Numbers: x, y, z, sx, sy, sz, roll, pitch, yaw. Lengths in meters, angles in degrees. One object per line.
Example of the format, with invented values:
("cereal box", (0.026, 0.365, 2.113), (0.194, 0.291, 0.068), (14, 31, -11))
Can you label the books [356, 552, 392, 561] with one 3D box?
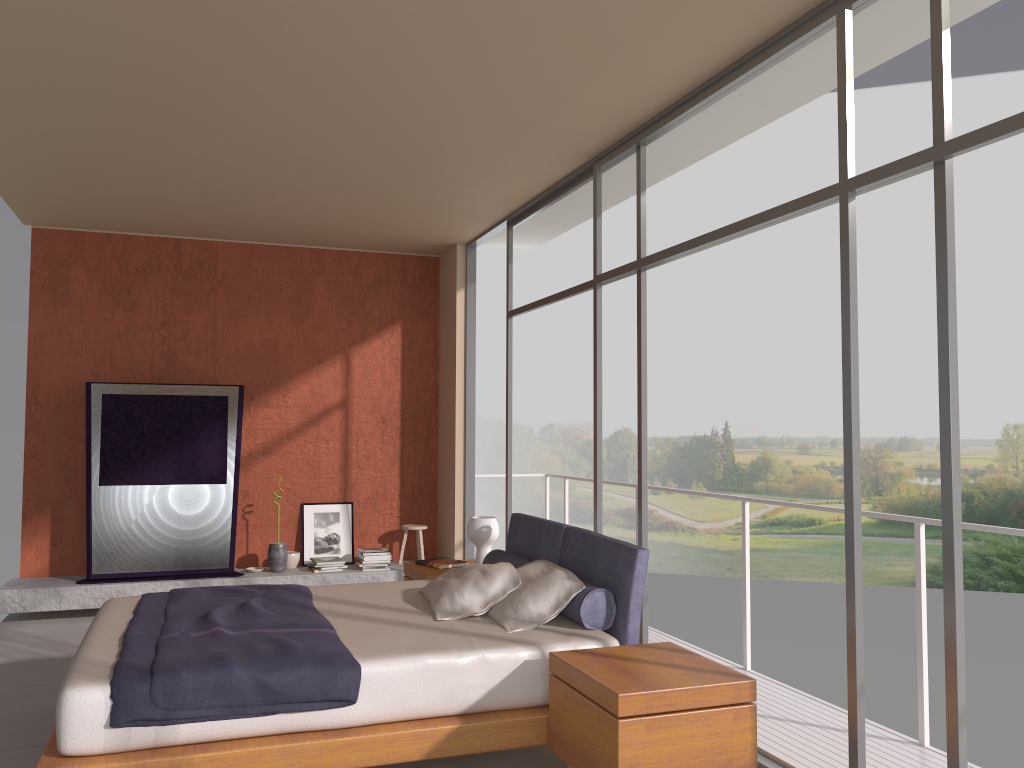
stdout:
("books", (-1.214, 1.507, 7.787), (0.247, 0.038, 0.319), (2, -3, -22))

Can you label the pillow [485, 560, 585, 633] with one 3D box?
("pillow", (0.060, 1.036, 4.387), (0.400, 0.265, 0.791), (1, -3, -17))

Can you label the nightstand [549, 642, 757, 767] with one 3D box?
("nightstand", (0.521, 1.365, 3.417), (0.562, 0.556, 0.628), (1, -3, -20))

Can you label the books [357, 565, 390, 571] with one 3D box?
("books", (-1.215, 1.607, 7.781), (0.247, 0.018, 0.328), (1, -3, -18))

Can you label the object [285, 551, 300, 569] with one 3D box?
("object", (-1.945, 1.542, 7.746), (0.179, 0.137, 0.180), (1, -3, -7))

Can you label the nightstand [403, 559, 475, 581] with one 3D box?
("nightstand", (-0.377, 1.498, 5.896), (0.562, 0.556, 0.628), (1, -3, -20))

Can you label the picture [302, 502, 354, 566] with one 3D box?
("picture", (-1.653, 1.346, 7.971), (0.458, 0.550, 0.117), (1, -3, -20))

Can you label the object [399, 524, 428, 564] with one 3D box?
("object", (-0.874, 1.462, 8.061), (0.260, 0.349, 0.257), (-2, -4, 39))

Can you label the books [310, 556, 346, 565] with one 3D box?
("books", (-1.597, 1.529, 7.675), (0.247, 0.018, 0.328), (2, -3, -23))

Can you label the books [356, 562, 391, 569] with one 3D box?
("books", (-1.217, 1.589, 7.788), (0.247, 0.018, 0.287), (1, -3, -20))

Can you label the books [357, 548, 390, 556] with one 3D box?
("books", (-1.216, 1.476, 7.794), (0.247, 0.025, 0.287), (1, -3, -20))

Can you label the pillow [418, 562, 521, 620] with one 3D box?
("pillow", (-0.236, 1.059, 4.660), (0.431, 0.264, 0.869), (1, -3, -12))

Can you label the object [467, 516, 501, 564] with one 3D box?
("object", (-0.184, 1.042, 5.797), (0.224, 0.338, 0.224), (1, -3, -8))

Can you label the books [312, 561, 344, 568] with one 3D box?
("books", (-1.595, 1.550, 7.670), (0.247, 0.025, 0.287), (1, -3, -18))

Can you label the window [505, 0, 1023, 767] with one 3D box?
("window", (0.989, 0.128, 4.181), (0.075, 3.133, 6.106), (1, -3, -20))

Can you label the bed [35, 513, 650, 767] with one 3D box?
("bed", (-0.820, 1.219, 4.364), (2.462, 0.959, 2.017), (1, -3, -20))

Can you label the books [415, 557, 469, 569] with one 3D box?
("books", (-0.473, 1.211, 5.996), (0.247, 0.025, 0.287), (3, -4, -39))

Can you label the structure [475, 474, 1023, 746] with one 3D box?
("structure", (1.297, 1.129, 4.445), (0.728, 1.005, 7.689), (1, -3, -20))

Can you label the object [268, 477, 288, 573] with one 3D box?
("object", (-1.994, 1.196, 7.565), (0.165, 0.810, 0.165), (0, -3, 4))

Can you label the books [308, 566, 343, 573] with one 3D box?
("books", (-1.612, 1.595, 7.667), (0.247, 0.025, 0.287), (2, -3, -23))

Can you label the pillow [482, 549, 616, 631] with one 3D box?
("pillow", (0.156, 1.064, 4.711), (0.205, 0.201, 1.470), (1, -3, -20))

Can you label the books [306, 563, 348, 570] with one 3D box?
("books", (-1.603, 1.572, 7.681), (0.247, 0.018, 0.328), (2, -4, -35))

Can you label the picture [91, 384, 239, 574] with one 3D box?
("picture", (-2.818, 0.754, 7.194), (1.129, 1.496, 0.126), (1, -3, -20))

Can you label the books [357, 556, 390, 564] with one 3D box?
("books", (-1.215, 1.540, 7.785), (0.247, 0.027, 0.328), (1, -3, -18))

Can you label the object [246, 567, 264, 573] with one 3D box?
("object", (-2.184, 1.587, 7.535), (0.152, 0.040, 0.152), (-1, -3, 15))

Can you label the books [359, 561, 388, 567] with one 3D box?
("books", (-1.212, 1.567, 7.765), (0.247, 0.025, 0.287), (1, -3, -9))
